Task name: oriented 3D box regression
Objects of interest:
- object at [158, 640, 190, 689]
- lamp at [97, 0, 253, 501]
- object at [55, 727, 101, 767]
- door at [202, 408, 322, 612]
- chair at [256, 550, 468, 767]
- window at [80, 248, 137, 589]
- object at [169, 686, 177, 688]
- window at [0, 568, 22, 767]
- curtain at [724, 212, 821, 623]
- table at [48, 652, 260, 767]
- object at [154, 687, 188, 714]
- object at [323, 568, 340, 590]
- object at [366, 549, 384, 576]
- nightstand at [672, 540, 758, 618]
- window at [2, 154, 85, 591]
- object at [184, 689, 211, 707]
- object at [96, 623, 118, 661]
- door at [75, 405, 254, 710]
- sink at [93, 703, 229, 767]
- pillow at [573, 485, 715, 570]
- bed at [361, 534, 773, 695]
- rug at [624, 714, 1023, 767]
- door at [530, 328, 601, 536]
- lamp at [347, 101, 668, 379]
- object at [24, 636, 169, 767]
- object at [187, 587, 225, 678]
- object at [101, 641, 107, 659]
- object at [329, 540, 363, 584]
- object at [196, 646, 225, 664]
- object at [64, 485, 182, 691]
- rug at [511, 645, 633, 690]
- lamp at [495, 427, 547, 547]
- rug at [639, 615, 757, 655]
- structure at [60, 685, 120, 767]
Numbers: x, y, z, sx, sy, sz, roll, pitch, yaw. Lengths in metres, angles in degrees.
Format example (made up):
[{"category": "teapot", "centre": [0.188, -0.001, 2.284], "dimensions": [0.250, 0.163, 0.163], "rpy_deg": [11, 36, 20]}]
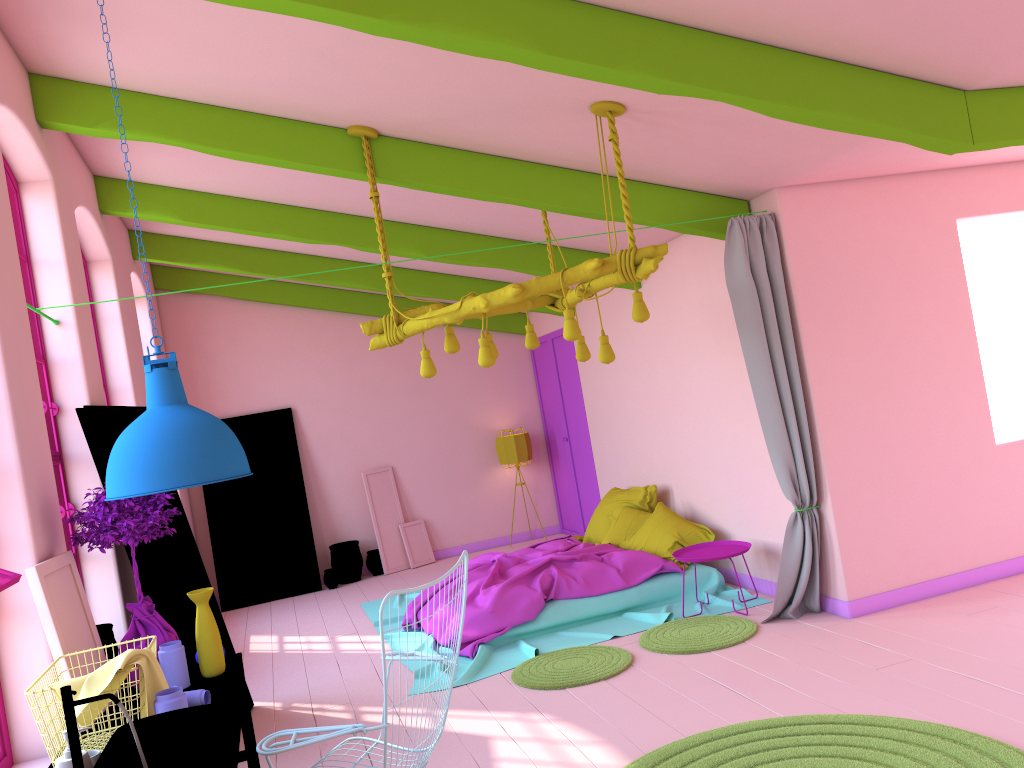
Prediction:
[{"category": "object", "centre": [-1.483, 1.235, 3.887], "dimensions": [0.109, 0.197, 0.109], "rpy_deg": [-10, -1, 21]}, {"category": "lamp", "centre": [-1.414, -0.598, 3.350], "dimensions": [0.529, 2.002, 0.528], "rpy_deg": [-10, -1, 16]}, {"category": "object", "centre": [-1.292, 1.164, 2.816], "dimensions": [0.165, 0.250, 0.410], "rpy_deg": [-10, -1, 19]}, {"category": "door", "centre": [-3.015, 1.454, 10.508], "dimensions": [1.153, 2.210, 0.450], "rpy_deg": [-9, -1, -16]}, {"category": "chair", "centre": [-0.598, 1.375, 3.468], "dimensions": [0.925, 1.238, 1.078], "rpy_deg": [-10, -1, 19]}, {"category": "window", "centre": [-3.078, 0.249, 6.513], "dimensions": [0.214, 3.009, 1.515], "rpy_deg": [-9, -1, -16]}, {"category": "object", "centre": [-1.328, 1.249, 3.468], "dimensions": [0.065, 0.118, 0.065], "rpy_deg": [-10, -1, 33]}, {"category": "window", "centre": [-2.049, -0.011, 2.834], "dimensions": [0.492, 3.003, 1.498], "rpy_deg": [-9, -1, -16]}, {"category": "curtain", "centre": [1.813, 0.236, 6.150], "dimensions": [0.518, 2.785, 0.525], "rpy_deg": [-9, -1, -35]}, {"category": "table", "centre": [-1.281, 1.693, 3.221], "dimensions": [0.655, 0.820, 2.194], "rpy_deg": [-9, -1, -16]}, {"category": "object", "centre": [-1.191, 1.178, 3.117], "dimensions": [0.109, 0.197, 0.109], "rpy_deg": [-9, -1, -24]}, {"category": "object", "centre": [-2.128, 2.301, 10.462], "dimensions": [0.199, 0.234, 0.199], "rpy_deg": [-10, -1, 42]}, {"category": "object", "centre": [-1.667, 2.196, 10.901], "dimensions": [0.261, 0.306, 0.260], "rpy_deg": [-10, -1, 17]}, {"category": "nightstand", "centre": [1.548, 1.474, 6.714], "dimensions": [0.596, 0.458, 0.595], "rpy_deg": [-10, -1, 22]}, {"category": "window", "centre": [-2.558, 0.109, 4.682], "dimensions": [0.072, 3.047, 1.276], "rpy_deg": [-9, -1, -16]}, {"category": "object", "centre": [-1.284, 1.267, 3.548], "dimensions": [0.137, 0.076, 0.076], "rpy_deg": [-10, -1, 4]}, {"category": "object", "centre": [-2.244, 1.452, 4.782], "dimensions": [0.223, 0.272, 0.223], "rpy_deg": [-9, -1, -28]}, {"category": "door", "centre": [-2.154, 1.197, 5.646], "dimensions": [0.450, 2.210, 1.154], "rpy_deg": [-10, -1, -6]}, {"category": "sink", "centre": [-1.028, 1.139, 2.649], "dimensions": [0.340, 0.194, 0.609], "rpy_deg": [-9, -1, -16]}, {"category": "pillow", "centre": [1.074, 1.407, 8.459], "dimensions": [0.848, 0.822, 2.619], "rpy_deg": [-9, -1, -26]}, {"category": "bed", "centre": [0.137, 1.720, 7.913], "dimensions": [2.801, 0.514, 3.579], "rpy_deg": [-9, -1, -16]}, {"category": "rug", "centre": [1.186, 1.673, 3.471], "dimensions": [1.887, 0.050, 1.890], "rpy_deg": [-9, -1, -28]}, {"category": "door", "centre": [0.673, 0.654, 10.941], "dimensions": [0.108, 2.590, 1.678], "rpy_deg": [-9, -1, -16]}, {"category": "lamp", "centre": [0.041, -1.177, 5.320], "dimensions": [1.609, 2.264, 1.777], "rpy_deg": [-9, -1, -34]}, {"category": "object", "centre": [-1.456, 1.142, 3.230], "dimensions": [0.444, 0.369, 0.633], "rpy_deg": [-9, -1, -16]}, {"category": "object", "centre": [-1.374, 1.121, 3.997], "dimensions": [0.115, 0.383, 0.116], "rpy_deg": [-9, -1, -42]}, {"category": "object", "centre": [-2.181, 1.462, 4.581], "dimensions": [0.182, 0.222, 0.182], "rpy_deg": [-9, -1, -33]}, {"category": "object", "centre": [-1.997, 2.159, 10.734], "dimensions": [0.386, 0.471, 0.385], "rpy_deg": [-10, -1, 27]}, {"category": "object", "centre": [-1.431, 1.217, 4.182], "dimensions": [0.132, 0.219, 0.132], "rpy_deg": [-10, -1, 1]}, {"category": "object", "centre": [-1.689, 0.892, 3.979], "dimensions": [0.503, 0.950, 0.440], "rpy_deg": [-10, -1, 34]}, {"category": "rug", "centre": [0.394, 1.872, 5.884], "dimensions": [0.792, 0.021, 0.793], "rpy_deg": [-9, -2, -33]}, {"category": "lamp", "centre": [0.129, 1.292, 11.315], "dimensions": [0.491, 1.466, 0.476], "rpy_deg": [-10, -1, 14]}, {"category": "rug", "centre": [1.282, 1.727, 6.139], "dimensions": [0.793, 0.021, 0.792], "rpy_deg": [-10, -1, 12]}, {"category": "structure", "centre": [-1.214, 1.069, 2.575], "dimensions": [0.166, 0.396, 0.087], "rpy_deg": [-10, -1, -6]}]
